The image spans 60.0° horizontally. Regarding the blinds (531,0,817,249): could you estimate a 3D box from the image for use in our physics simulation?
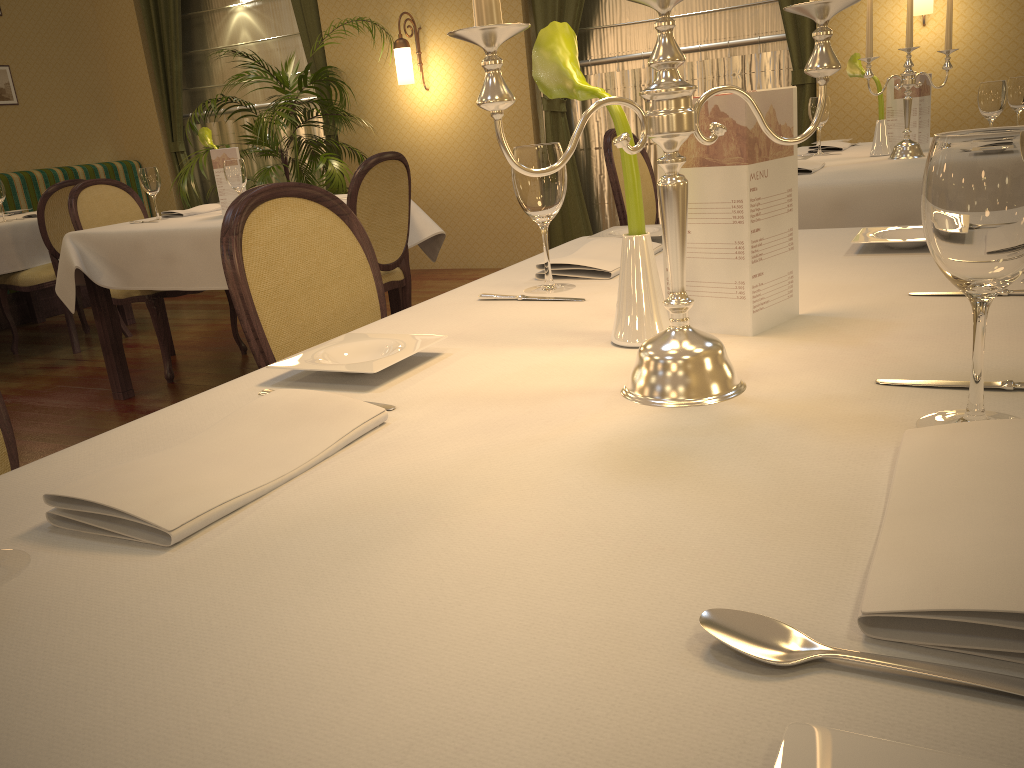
[{"bbox_3d":[0.852,-2.961,5.240,1.878,4.537,0.129,3,19,28],"label":"blinds"}]

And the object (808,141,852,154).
[{"bbox_3d":[1.383,-1.030,3.855,0.142,0.033,0.273,3,19,28],"label":"object"}]

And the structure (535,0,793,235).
[{"bbox_3d":[0.901,-2.985,5.347,1.900,4.511,0.134,3,19,28],"label":"structure"}]

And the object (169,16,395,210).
[{"bbox_3d":[-1.479,-1.561,6.209,1.496,1.807,1.552,-3,17,9],"label":"object"}]

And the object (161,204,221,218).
[{"bbox_3d":[-1.470,-0.804,4.111,0.142,0.033,0.273,3,19,28],"label":"object"}]

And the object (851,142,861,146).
[{"bbox_3d":[1.473,-1.073,3.989,0.181,0.015,0.038,3,19,29],"label":"object"}]

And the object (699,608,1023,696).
[{"bbox_3d":[0.179,0.133,0.422,0.181,0.015,0.038,3,19,29],"label":"object"}]

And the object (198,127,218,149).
[{"bbox_3d":[-1.307,-0.954,3.947,0.076,0.375,0.163,-19,21,-37],"label":"object"}]

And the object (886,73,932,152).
[{"bbox_3d":[1.483,-0.997,3.279,0.166,0.277,0.081,-6,17,0],"label":"object"}]

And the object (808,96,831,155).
[{"bbox_3d":[1.269,-1.065,3.659,0.088,0.229,0.088,-10,17,-12],"label":"object"}]

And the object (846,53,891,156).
[{"bbox_3d":[1.329,-1.038,3.291,0.076,0.375,0.163,-19,21,-37],"label":"object"}]

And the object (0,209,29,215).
[{"bbox_3d":[-3.302,-1.138,5.889,0.160,0.024,0.160,3,19,28],"label":"object"}]

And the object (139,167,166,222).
[{"bbox_3d":[-1.584,-0.838,3.916,0.088,0.229,0.088,-10,17,-12],"label":"object"}]

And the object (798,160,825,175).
[{"bbox_3d":[0.973,-0.738,3.024,0.142,0.033,0.273,3,19,28],"label":"object"}]

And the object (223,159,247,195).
[{"bbox_3d":[-1.082,-0.771,3.511,0.088,0.229,0.088,-10,17,-12],"label":"object"}]

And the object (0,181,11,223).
[{"bbox_3d":[-2.930,-1.041,5.072,0.088,0.229,0.088,-10,17,-12],"label":"object"}]

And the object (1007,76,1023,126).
[{"bbox_3d":[1.868,-1.012,3.270,0.088,0.229,0.088,-10,17,-12],"label":"object"}]

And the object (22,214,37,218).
[{"bbox_3d":[-2.783,-1.028,5.340,0.142,0.024,0.273,3,19,28],"label":"object"}]

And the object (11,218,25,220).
[{"bbox_3d":[-2.928,-0.969,5.214,0.185,0.010,0.017,3,19,28],"label":"object"}]

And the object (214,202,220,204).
[{"bbox_3d":[-1.374,-0.883,4.352,0.160,0.024,0.160,3,19,28],"label":"object"}]

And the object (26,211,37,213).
[{"bbox_3d":[-2.902,-1.069,5.516,0.160,0.024,0.160,3,19,28],"label":"object"}]

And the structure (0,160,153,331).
[{"bbox_3d":[-6.309,0.704,1.707,0.850,1.031,14.516,3,19,28],"label":"structure"}]

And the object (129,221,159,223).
[{"bbox_3d":[-1.604,-0.709,3.873,0.185,0.010,0.017,3,19,29],"label":"object"}]

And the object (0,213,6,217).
[{"bbox_3d":[-3.398,-1.059,5.649,0.142,0.033,0.273,3,19,28],"label":"object"}]

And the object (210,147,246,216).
[{"bbox_3d":[-1.222,-0.854,3.762,0.166,0.277,0.081,5,20,34],"label":"object"}]

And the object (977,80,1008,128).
[{"bbox_3d":[1.575,-0.875,2.915,0.088,0.229,0.088,-10,17,-12],"label":"object"}]

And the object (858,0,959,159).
[{"bbox_3d":[1.356,-1.105,3.029,0.390,0.655,0.131,-8,17,-5],"label":"object"}]

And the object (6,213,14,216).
[{"bbox_3d":[-3.308,-1.101,5.783,0.181,0.015,0.038,3,19,29],"label":"object"}]

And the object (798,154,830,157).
[{"bbox_3d":[1.249,-0.936,3.616,0.185,0.010,0.017,3,19,29],"label":"object"}]

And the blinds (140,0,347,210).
[{"bbox_3d":[-2.245,-3.123,6.879,1.934,4.537,0.225,3,19,27],"label":"blinds"}]

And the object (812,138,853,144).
[{"bbox_3d":[1.479,-1.110,4.095,0.160,0.024,0.160,3,19,28],"label":"object"}]

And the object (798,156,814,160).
[{"bbox_3d":[1.035,-0.830,3.318,0.160,0.024,0.160,3,19,28],"label":"object"}]

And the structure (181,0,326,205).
[{"bbox_3d":[-2.193,-3.145,6.979,1.942,4.511,0.123,3,19,28],"label":"structure"}]
